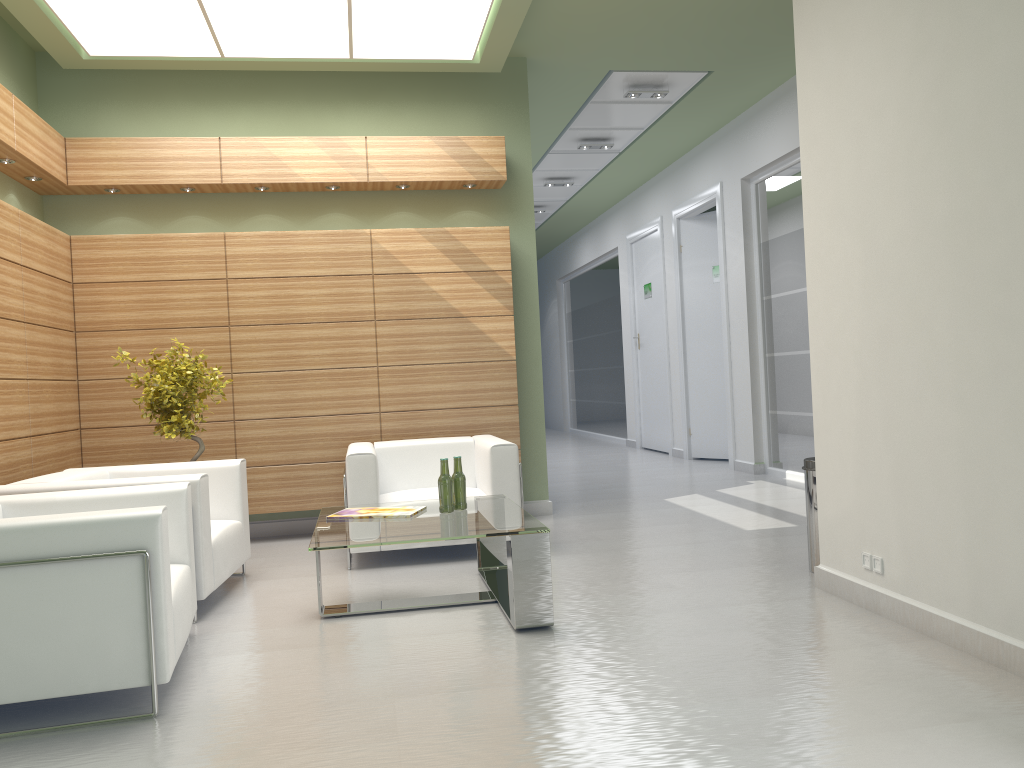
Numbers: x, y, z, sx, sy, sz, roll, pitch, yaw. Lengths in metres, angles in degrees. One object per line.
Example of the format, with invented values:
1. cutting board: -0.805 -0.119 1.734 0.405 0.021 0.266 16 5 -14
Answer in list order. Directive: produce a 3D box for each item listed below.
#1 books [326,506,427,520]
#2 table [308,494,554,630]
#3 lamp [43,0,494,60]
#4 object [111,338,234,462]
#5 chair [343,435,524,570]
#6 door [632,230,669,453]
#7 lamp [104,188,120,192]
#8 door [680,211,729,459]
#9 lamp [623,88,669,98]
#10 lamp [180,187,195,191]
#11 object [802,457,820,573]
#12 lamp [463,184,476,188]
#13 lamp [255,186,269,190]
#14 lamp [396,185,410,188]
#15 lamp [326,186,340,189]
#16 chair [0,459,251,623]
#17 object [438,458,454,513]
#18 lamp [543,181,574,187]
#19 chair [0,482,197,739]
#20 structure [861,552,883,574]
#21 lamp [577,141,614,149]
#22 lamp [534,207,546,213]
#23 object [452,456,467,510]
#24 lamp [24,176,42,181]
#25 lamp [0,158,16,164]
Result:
1. books: -1.195 1.143 7.876 0.762 0.025 0.508 -3 0 10
2. table: -0.755 1.508 7.593 1.783 0.742 2.197 -3 0 -10
3. lamp: -2.323 -4.150 8.344 4.571 0.325 5.060 -3 0 -10
4. object: -3.777 0.755 9.883 1.201 2.565 1.116 -3 0 -42
5. chair: -0.941 1.285 10.166 1.894 1.234 1.802 -3 0 -10
6. door: 3.272 -0.965 21.108 0.250 5.083 2.089 -3 0 -10
7. lamp: -4.985 -2.440 11.059 0.181 0.074 0.181 -3 0 -15
8. door: 4.385 -1.007 18.046 0.134 5.083 2.089 -3 0 -40
9. lamp: 2.101 -4.592 13.914 0.657 0.159 0.286 -3 0 -10
10. lamp: -4.101 -2.485 11.209 0.181 0.074 0.181 -3 0 -15
11. object: 2.927 1.195 8.116 0.483 1.027 0.482 -3 0 -38
12. lamp: -0.567 -2.666 11.809 0.181 0.074 0.181 -3 0 -15
13. lamp: -3.205 -2.531 11.361 0.181 0.074 0.181 -3 0 41
14. lamp: -1.438 -2.622 11.661 0.181 0.074 0.181 -3 0 41
15. lamp: -2.328 -2.576 11.510 0.181 0.074 0.181 -3 0 -15
16. chair: -3.511 1.424 8.268 1.769 1.234 1.894 -3 0 -5
17. object: -0.582 0.887 7.756 0.131 0.475 0.131 -3 0 -45
18. lamp: 1.058 -4.568 20.066 0.657 0.159 0.286 -3 0 -10
19. chair: -3.139 1.416 5.973 1.802 1.234 1.894 -3 0 -15
20. structure: 2.734 1.354 6.729 0.017 0.118 0.262 -3 0 -10
21. lamp: 1.591 -4.581 16.923 0.657 0.159 0.286 -3 0 -10
22. lamp: 0.534 -4.557 23.156 0.657 0.159 0.286 -3 0 -10
23. object: -0.475 0.881 7.897 0.131 0.475 0.131 -3 0 -45
24. lamp: -5.553 -2.407 10.286 0.181 0.074 0.181 -3 0 -26
25. lamp: -5.418 -2.410 9.489 0.181 0.074 0.181 -3 0 -38
